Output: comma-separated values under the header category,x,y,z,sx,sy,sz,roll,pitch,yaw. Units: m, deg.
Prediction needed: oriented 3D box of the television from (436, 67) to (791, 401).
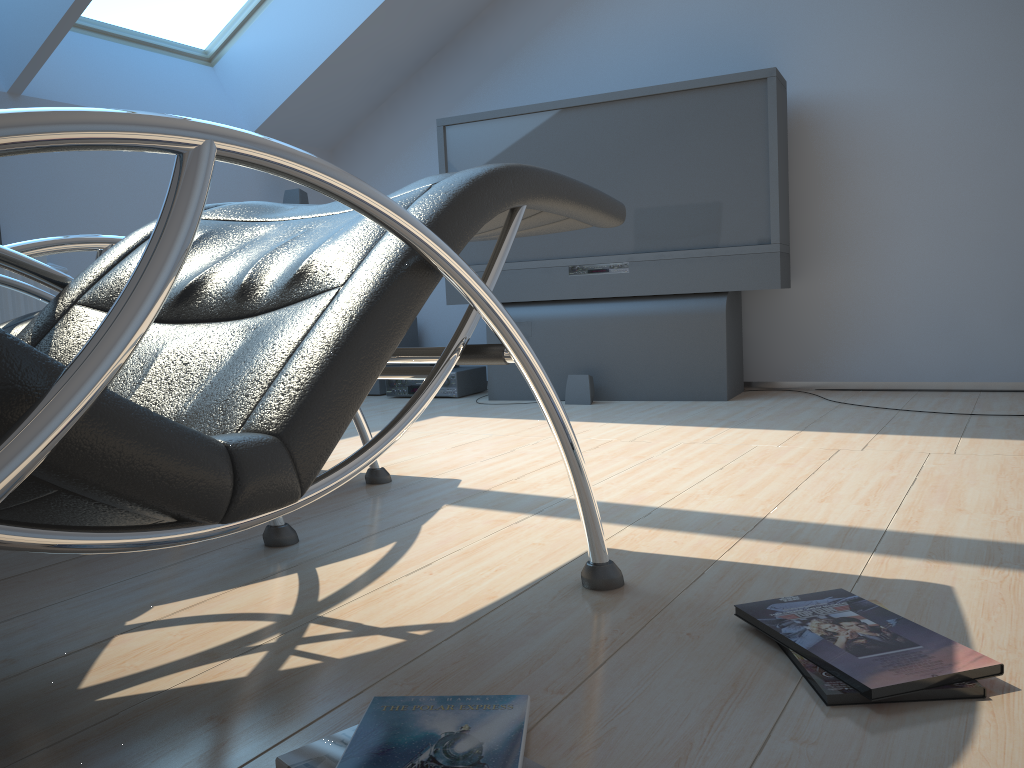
category,x,y,z,sx,sy,sz,roll,pitch,yaw
television,0.476,-0.657,4.382,1.686,1.446,0.400,0,6,25

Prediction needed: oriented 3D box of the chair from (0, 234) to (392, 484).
category,x,y,z,sx,sy,sz,roll,pitch,yaw
chair,-1.140,-0.260,2.000,0.836,1.251,1.938,0,6,30

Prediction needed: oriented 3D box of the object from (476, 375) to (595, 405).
category,x,y,z,sx,sy,sz,roll,pitch,yaw
object,-0.038,0.008,4.560,0.394,0.141,1.163,-6,6,-31

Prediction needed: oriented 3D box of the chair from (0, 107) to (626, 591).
category,x,y,z,sx,sy,sz,roll,pitch,yaw
chair,-0.548,-0.055,1.084,0.836,0.953,2.114,0,6,30

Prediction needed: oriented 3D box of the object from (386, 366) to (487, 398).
category,x,y,z,sx,sy,sz,roll,pitch,yaw
object,-0.420,-0.013,4.933,0.450,0.138,0.358,0,6,25

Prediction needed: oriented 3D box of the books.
category,x,y,z,sx,sy,sz,roll,pitch,yaw
books,-0.002,0.132,2.754,1.045,0.222,4.790,-3,5,-2

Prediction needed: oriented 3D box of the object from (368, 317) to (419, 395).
category,x,y,z,sx,sy,sz,roll,pitch,yaw
object,-0.832,-0.171,5.277,0.400,0.424,0.401,0,6,30

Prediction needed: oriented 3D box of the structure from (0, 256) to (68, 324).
category,x,y,z,sx,sy,sz,roll,pitch,yaw
structure,-2.325,-0.108,3.462,0.120,0.800,1.324,0,6,30

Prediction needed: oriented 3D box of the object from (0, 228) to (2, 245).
category,x,y,z,sx,sy,sz,roll,pitch,yaw
object,-2.389,-0.585,3.402,0.030,0.180,0.846,0,6,30

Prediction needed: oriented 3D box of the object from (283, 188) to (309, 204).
category,x,y,z,sx,sy,sz,roll,pitch,yaw
object,-1.180,-0.501,5.025,0.160,1.181,0.158,0,6,30
